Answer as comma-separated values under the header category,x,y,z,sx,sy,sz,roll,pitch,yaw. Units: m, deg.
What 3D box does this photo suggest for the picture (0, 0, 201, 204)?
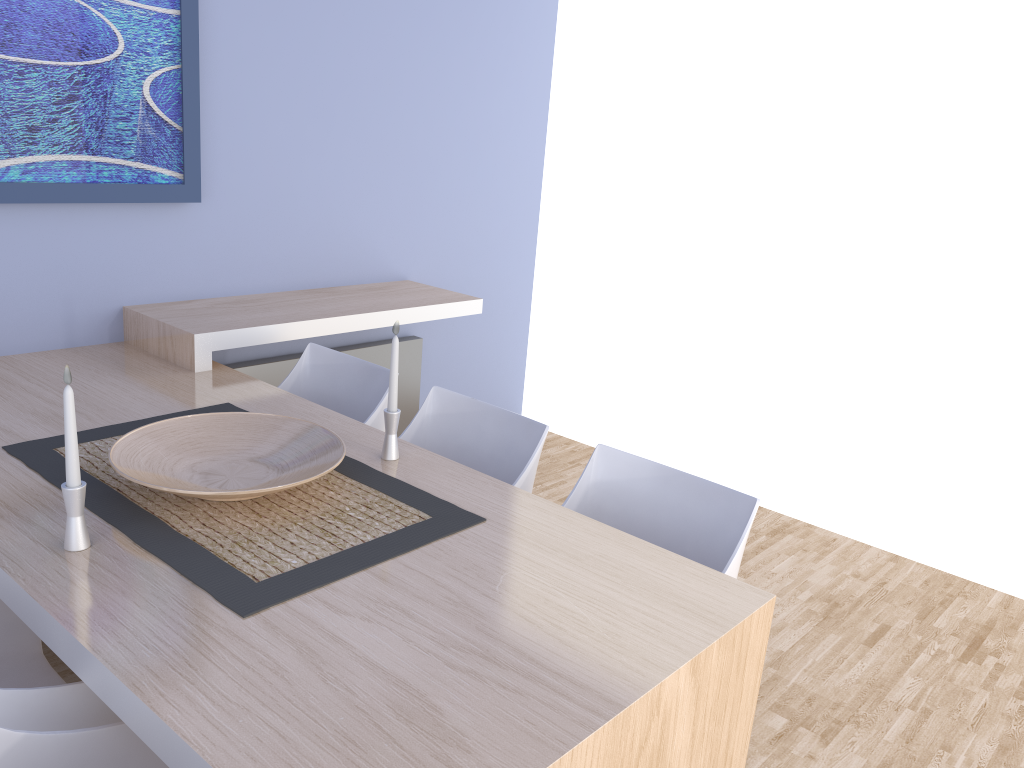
category,x,y,z,sx,sy,sz,roll,pitch,yaw
picture,-1.461,-0.964,2.479,0.049,0.901,1.252,18,20,38

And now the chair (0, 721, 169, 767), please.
category,x,y,z,sx,sy,sz,roll,pitch,yaw
chair,-0.519,0.783,1.212,0.510,0.793,0.486,18,20,38

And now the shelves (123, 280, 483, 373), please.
category,x,y,z,sx,sy,sz,roll,pitch,yaw
shelves,-1.612,0.296,2.495,0.463,0.840,3.901,18,20,38

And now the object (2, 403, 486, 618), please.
category,x,y,z,sx,sy,sz,roll,pitch,yaw
object,-0.619,0.218,1.972,0.986,0.005,0.594,18,20,38

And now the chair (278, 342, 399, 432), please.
category,x,y,z,sx,sy,sz,roll,pitch,yaw
chair,-0.649,0.319,2.788,0.510,0.793,0.486,18,20,38

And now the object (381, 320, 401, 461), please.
category,x,y,z,sx,sy,sz,roll,pitch,yaw
object,-0.288,0.015,2.149,0.045,0.349,0.045,18,20,38

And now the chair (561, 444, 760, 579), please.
category,x,y,z,sx,sy,sz,roll,pitch,yaw
chair,0.236,0.605,2.057,0.510,0.793,0.486,18,20,38

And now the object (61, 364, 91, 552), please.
category,x,y,z,sx,sy,sz,roll,pitch,yaw
object,-0.789,0.132,1.590,0.045,0.349,0.045,3,16,-8

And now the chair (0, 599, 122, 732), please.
category,x,y,z,sx,sy,sz,roll,pitch,yaw
chair,-0.949,0.644,1.567,0.510,0.793,0.486,18,20,38

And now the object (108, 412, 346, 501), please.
category,x,y,z,sx,sy,sz,roll,pitch,yaw
object,-0.620,0.177,1.959,0.493,0.081,0.493,-5,19,-30

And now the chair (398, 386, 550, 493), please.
category,x,y,z,sx,sy,sz,roll,pitch,yaw
chair,-0.209,0.461,2.425,0.510,0.793,0.486,18,21,39

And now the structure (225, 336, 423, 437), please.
category,x,y,z,sx,sy,sz,roll,pitch,yaw
structure,-1.710,0.323,2.679,0.064,0.503,3.843,18,20,38

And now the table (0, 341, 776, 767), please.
category,x,y,z,sx,sy,sz,roll,pitch,yaw
table,-0.734,0.539,2.130,2.340,0.718,1.002,18,20,38
